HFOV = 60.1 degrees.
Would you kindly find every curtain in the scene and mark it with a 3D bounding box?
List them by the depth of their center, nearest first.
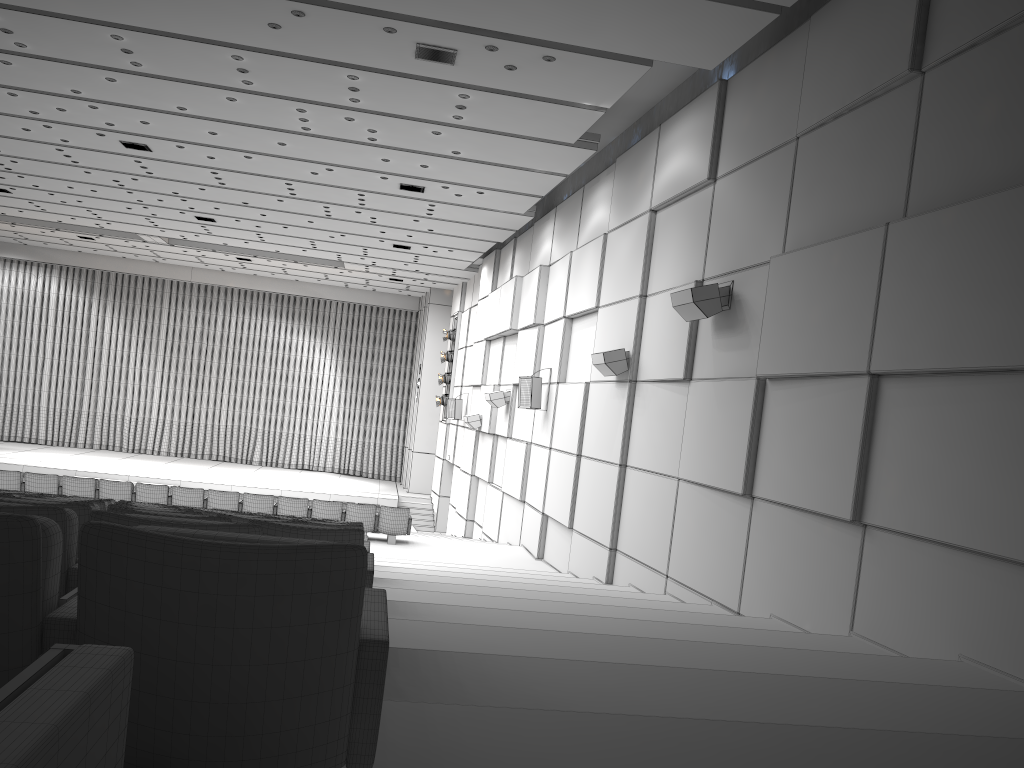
[{"bbox_3d":[-11.274,-0.597,31.053,16.151,6.532,1.425,7,2,-9],"label":"curtain"}]

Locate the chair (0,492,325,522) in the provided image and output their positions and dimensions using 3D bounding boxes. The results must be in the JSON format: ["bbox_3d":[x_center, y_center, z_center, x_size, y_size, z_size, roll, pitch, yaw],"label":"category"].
[{"bbox_3d":[-7.964,0.627,6.181,13.216,0.623,0.611,7,0,-9],"label":"chair"}]

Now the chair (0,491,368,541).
[{"bbox_3d":[-8.122,0.796,7.277,13.767,0.623,0.611,7,0,-9],"label":"chair"}]

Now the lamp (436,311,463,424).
[{"bbox_3d":[-1.816,-0.476,26.480,0.757,3.346,1.018,6,2,-13],"label":"lamp"}]

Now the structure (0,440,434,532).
[{"bbox_3d":[-11.166,3.028,28.102,17.842,0.847,8.301,7,-2,-9],"label":"structure"}]

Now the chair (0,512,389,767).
[{"bbox_3d":[-7.016,-0.199,0.729,13.767,0.623,0.611,7,0,-9],"label":"chair"}]

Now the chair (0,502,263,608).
[{"bbox_3d":[-7.227,-0.036,1.816,13.216,0.623,0.611,7,0,-9],"label":"chair"}]

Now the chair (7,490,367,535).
[{"bbox_3d":[-8.491,1.127,9.459,13.767,0.623,0.611,7,0,-9],"label":"chair"}]

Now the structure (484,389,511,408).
[{"bbox_3d":[-0.296,0.286,18.171,0.471,0.418,0.518,7,0,-13],"label":"structure"}]

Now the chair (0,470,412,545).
[{"bbox_3d":[-4.946,1.995,14.414,6.609,0.623,0.611,7,0,-9],"label":"chair"}]

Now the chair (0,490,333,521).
[{"bbox_3d":[-8.333,0.958,8.364,13.216,0.623,0.611,7,0,-9],"label":"chair"}]

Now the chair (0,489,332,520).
[{"bbox_3d":[-8.702,1.290,10.546,13.216,0.623,0.611,7,0,-9],"label":"chair"}]

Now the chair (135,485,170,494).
[{"bbox_3d":[-5.315,2.327,16.596,6.608,0.623,0.611,7,0,-9],"label":"chair"}]

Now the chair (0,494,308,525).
[{"bbox_3d":[-7.595,0.295,3.999,13.216,0.623,0.611,7,0,-9],"label":"chair"}]

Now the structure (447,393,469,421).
[{"bbox_3d":[-1.438,0.584,23.359,0.407,0.745,0.412,8,2,39],"label":"structure"}]

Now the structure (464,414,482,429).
[{"bbox_3d":[-0.871,0.842,20.668,0.471,0.418,0.518,6,0,-12],"label":"structure"}]

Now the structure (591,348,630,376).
[{"bbox_3d":[1.327,-0.309,11.562,0.471,0.418,0.518,6,0,-12],"label":"structure"}]

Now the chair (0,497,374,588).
[{"bbox_3d":[-7.385,0.133,2.912,13.767,0.623,0.611,7,0,-9],"label":"chair"}]

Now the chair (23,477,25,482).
[{"bbox_3d":[-13.884,2.058,19.705,6.608,0.623,0.611,7,0,-9],"label":"chair"}]

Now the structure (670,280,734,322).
[{"bbox_3d":[1.937,-0.861,9.076,0.471,0.418,0.518,7,0,-13],"label":"structure"}]

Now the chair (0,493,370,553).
[{"bbox_3d":[-7.754,0.464,5.094,13.767,0.623,0.611,7,0,-9],"label":"chair"}]

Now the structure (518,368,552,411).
[{"bbox_3d":[0.383,0.072,15.149,0.407,0.745,0.412,8,2,39],"label":"structure"}]

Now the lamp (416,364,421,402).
[{"bbox_3d":[-2.895,0.005,28.925,0.437,1.481,0.384,6,2,-13],"label":"lamp"}]

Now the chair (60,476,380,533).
[{"bbox_3d":[-5.114,2.163,15.508,6.057,0.623,0.611,7,0,-9],"label":"chair"}]
